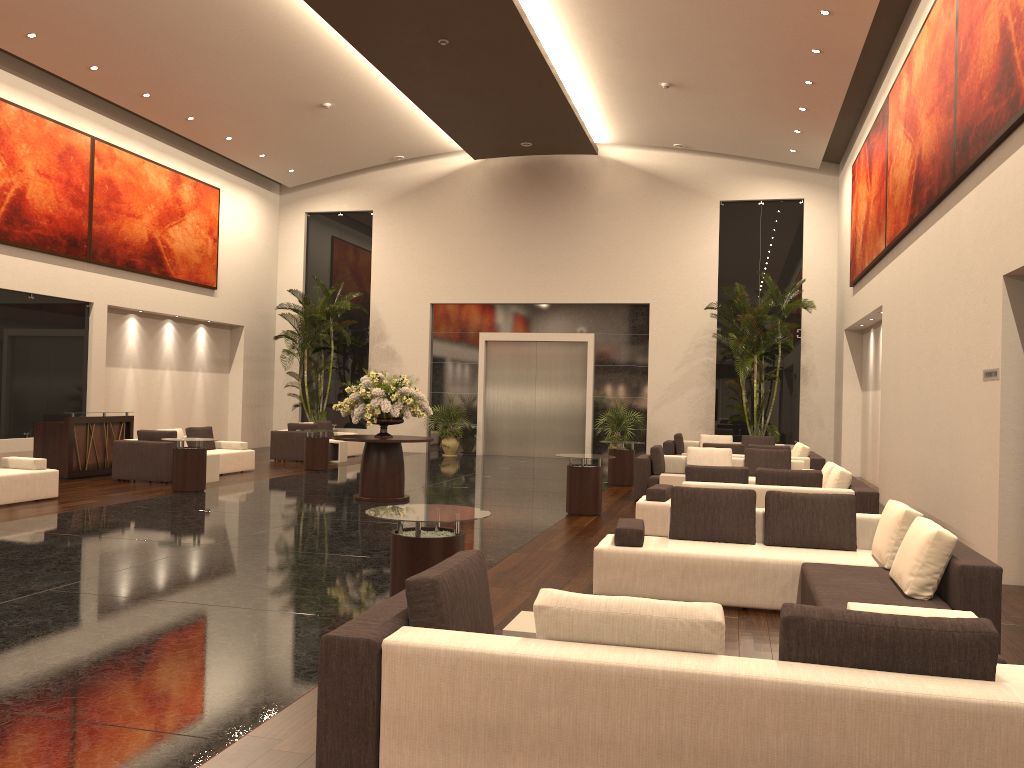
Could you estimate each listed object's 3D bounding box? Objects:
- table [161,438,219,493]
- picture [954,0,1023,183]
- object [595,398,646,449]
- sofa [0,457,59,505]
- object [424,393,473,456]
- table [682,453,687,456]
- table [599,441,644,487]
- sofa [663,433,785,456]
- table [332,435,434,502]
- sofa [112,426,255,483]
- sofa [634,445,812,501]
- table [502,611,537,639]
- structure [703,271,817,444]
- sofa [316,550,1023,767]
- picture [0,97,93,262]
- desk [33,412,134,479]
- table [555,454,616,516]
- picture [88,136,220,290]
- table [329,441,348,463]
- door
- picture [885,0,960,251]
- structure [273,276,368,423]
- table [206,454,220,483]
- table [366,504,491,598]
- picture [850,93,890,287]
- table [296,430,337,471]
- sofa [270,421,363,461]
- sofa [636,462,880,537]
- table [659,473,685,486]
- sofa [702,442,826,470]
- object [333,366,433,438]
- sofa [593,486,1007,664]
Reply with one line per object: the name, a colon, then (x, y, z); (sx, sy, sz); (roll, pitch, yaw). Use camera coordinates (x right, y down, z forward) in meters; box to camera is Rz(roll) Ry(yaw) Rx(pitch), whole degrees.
table: (-4.943, 1.244, 13.595); (0.833, 0.795, 0.844); (2, -1, -25)
picture: (4.340, -3.503, 7.497); (0.070, 2.526, 4.515); (1, -1, 14)
object: (2.605, 1.118, 21.944); (1.373, 1.682, 1.297); (2, -1, -38)
sofa: (-6.963, 1.123, 10.981); (1.291, 0.862, 2.846); (1, -1, 14)
object: (-1.584, 1.024, 23.050); (1.373, 1.682, 1.297); (2, -1, -43)
table: (3.821, 1.718, 18.891); (0.400, 0.460, 0.400); (1, -1, 14)
table: (2.011, 1.464, 16.304); (0.833, 0.795, 0.844); (2, -1, -25)
sofa: (4.747, 1.546, 19.341); (2.846, 0.862, 1.291); (1, -1, 14)
table: (-1.936, 1.256, 13.254); (1.498, 0.921, 1.498); (1, -1, 5)
sofa: (-5.705, 1.226, 15.998); (1.291, 0.862, 2.846); (1, -1, 14)
sofa: (3.368, 1.433, 13.839); (2.846, 0.862, 1.291); (1, -1, 14)
table: (0.191, 1.420, 4.407); (0.400, 0.460, 0.400); (1, -1, 14)
structure: (5.760, -0.283, 20.660); (2.436, 4.611, 2.531); (2, -1, -14)
sofa: (0.796, 1.222, 3.580); (2.846, 0.862, 1.291); (1, -1, 14)
picture: (-8.975, -3.739, 15.498); (0.070, 2.526, 4.515); (1, -1, 14)
desk: (-7.489, 1.047, 15.629); (0.760, 1.114, 1.634); (1, -1, 14)
table: (0.988, 1.379, 12.105); (0.833, 0.795, 0.844); (2, -1, -25)
picture: (-7.876, -3.649, 19.883); (0.070, 2.526, 4.515); (1, -1, 14)
table: (-4.002, 1.530, 20.108); (0.400, 0.460, 0.400); (1, -1, 14)
door: (0.621, 0.399, 23.354); (2.767, 3.048, 0.040); (1, -1, 14)
picture: (5.439, -3.413, 11.878); (0.070, 2.526, 4.515); (1, -1, 14)
structure: (-5.092, -0.526, 23.532); (2.436, 4.611, 2.531); (2, -1, -14)
table: (-5.263, 1.427, 15.075); (0.400, 0.460, 0.400); (1, -1, 14)
table: (-0.566, 1.251, 5.906); (0.844, 0.795, 0.833); (2, -1, -37)
picture: (6.538, -3.323, 16.263); (0.070, 2.526, 4.515); (1, -1, 14)
table: (-3.919, 1.330, 17.793); (0.833, 0.795, 0.844); (2, -1, -25)
sofa: (-4.444, 1.330, 21.031); (1.291, 0.862, 2.846); (1, -1, 14)
sofa: (3.012, 1.387, 11.229); (2.586, 0.862, 3.366); (1, -1, 14)
table: (2.442, 1.605, 13.389); (0.400, 0.460, 0.400); (1, -1, 14)
sofa: (4.391, 1.500, 16.731); (2.586, 0.862, 3.366); (1, -1, 14)
object: (-1.884, 0.248, 13.260); (1.453, 1.097, 1.402); (2, -1, -30)
sofa: (1.729, 1.281, 6.037); (2.586, 0.862, 3.366); (1, -1, 14)
